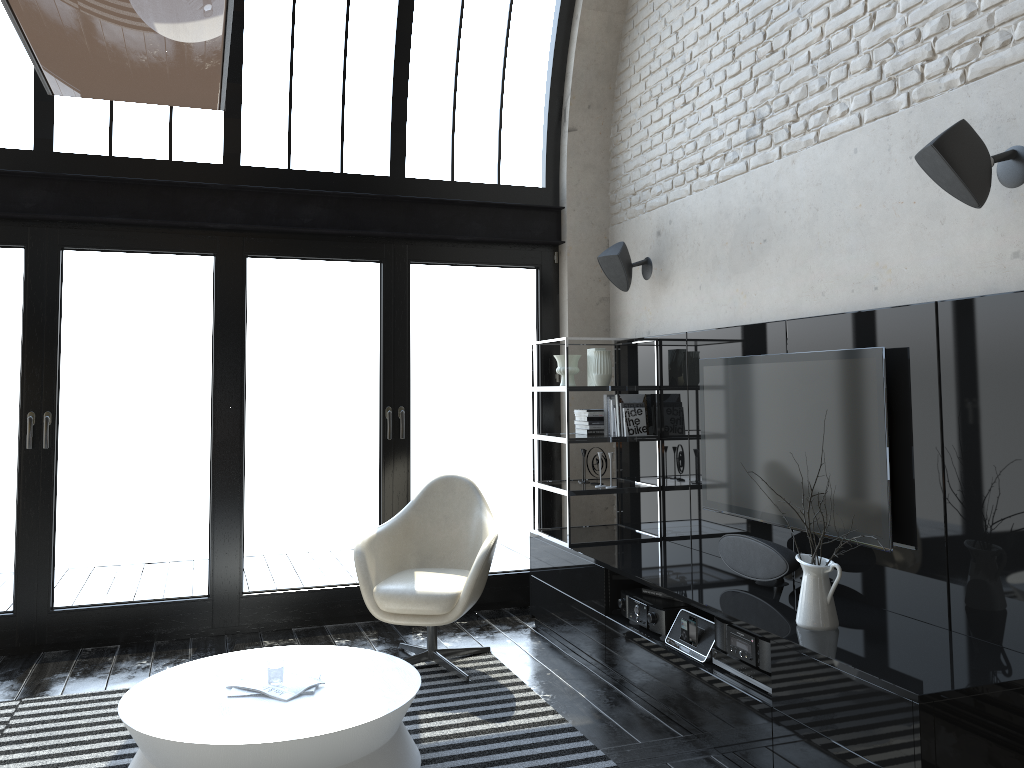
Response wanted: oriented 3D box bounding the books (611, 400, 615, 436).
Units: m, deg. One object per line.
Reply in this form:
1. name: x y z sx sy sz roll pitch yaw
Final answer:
1. books: 0.676 0.200 5.280 0.178 0.210 0.028 0 -4 -19

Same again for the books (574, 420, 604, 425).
1. books: 0.548 0.237 5.456 0.268 0.023 0.219 0 0 -19

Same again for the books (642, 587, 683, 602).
1. books: 0.790 0.997 4.239 0.198 0.024 0.267 0 -1 -42

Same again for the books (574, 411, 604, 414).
1. books: 0.541 0.176 5.452 0.257 0.015 0.193 0 0 -21

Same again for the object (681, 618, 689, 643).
1. object: 0.744 1.058 3.798 0.011 0.097 0.057 1 -3 -19

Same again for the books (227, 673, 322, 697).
1. books: -0.888 1.131 3.331 0.312 0.015 0.204 0 0 -4

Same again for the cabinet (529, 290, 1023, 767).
1. cabinet: 0.965 0.572 4.076 0.733 1.728 3.097 1 -2 -19

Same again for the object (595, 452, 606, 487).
1. object: 0.513 0.496 5.128 0.065 0.199 0.065 -2 -4 21

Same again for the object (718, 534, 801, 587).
1. object: 1.122 0.775 3.905 0.204 0.218 0.527 0 -1 -19

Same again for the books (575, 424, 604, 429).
1. books: 0.543 0.261 5.443 0.251 0.023 0.197 0 0 -21

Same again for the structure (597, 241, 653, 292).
1. structure: 0.704 -0.718 5.409 0.357 0.307 0.177 1 -3 -38

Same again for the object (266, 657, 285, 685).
1. object: -0.890 1.081 3.333 0.067 0.087 0.067 0 -3 -7

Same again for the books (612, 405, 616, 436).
1. books: 0.657 0.215 5.244 0.125 0.181 0.039 1 -4 -19

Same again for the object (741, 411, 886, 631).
1. object: 1.040 0.486 3.160 0.352 0.784 0.696 1 -3 -22

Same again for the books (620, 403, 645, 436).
1. books: 0.706 0.207 5.165 0.152 0.195 0.042 0 -4 -19

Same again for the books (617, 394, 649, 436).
1. books: 0.709 0.182 5.192 0.187 0.245 0.043 0 -4 -19

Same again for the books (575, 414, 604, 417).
1. books: 0.546 0.190 5.452 0.262 0.015 0.193 0 0 -19

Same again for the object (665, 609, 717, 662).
1. object: 0.785 1.066 3.775 0.129 0.141 0.328 0 -1 -19

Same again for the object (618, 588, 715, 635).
1. object: 0.769 1.078 4.225 0.419 0.131 0.445 0 -1 -19

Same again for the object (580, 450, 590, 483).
1. object: 0.440 0.498 5.356 0.065 0.199 0.065 -3 -4 30

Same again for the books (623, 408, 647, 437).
1. books: 0.713 0.221 5.141 0.135 0.166 0.040 0 -4 -19

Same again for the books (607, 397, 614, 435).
1. books: 0.658 0.190 5.313 0.171 0.230 0.041 0 -4 -19

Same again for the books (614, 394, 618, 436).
1. books: 0.693 0.182 5.225 0.177 0.245 0.034 1 -4 -19

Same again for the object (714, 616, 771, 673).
1. object: 1.056 0.999 3.434 0.407 0.131 0.445 0 -1 -19

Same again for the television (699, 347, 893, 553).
1. television: 1.229 0.251 3.973 0.072 0.775 1.315 1 -2 -19

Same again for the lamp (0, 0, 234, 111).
1. lamp: -0.098 -0.655 0.174 0.125 0.893 1.085 1 -2 -19

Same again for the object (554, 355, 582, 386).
1. object: 0.339 -0.078 5.379 0.171 0.194 0.172 0 -3 -19

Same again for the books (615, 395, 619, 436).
1. books: 0.701 0.183 5.211 0.178 0.243 0.048 1 -4 -19

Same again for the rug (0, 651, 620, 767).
1. rug: -1.166 1.438 2.617 3.401 0.004 3.485 0 0 -19

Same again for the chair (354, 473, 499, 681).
1. chair: -0.406 0.979 4.668 0.719 0.945 0.774 -1 -3 10

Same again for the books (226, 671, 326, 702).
1. books: -0.888 1.128 3.331 0.311 0.024 0.205 -1 0 30

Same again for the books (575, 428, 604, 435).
1. books: 0.549 0.290 5.450 0.268 0.034 0.197 0 -1 -17

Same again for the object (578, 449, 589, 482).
1. object: 0.437 0.498 5.430 0.065 0.199 0.065 -3 -4 30

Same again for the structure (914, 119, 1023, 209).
1. structure: 1.559 -0.741 2.993 0.358 0.307 0.177 0 -3 -1

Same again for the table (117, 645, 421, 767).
1. table: -0.887 1.289 3.319 1.088 0.300 1.085 -1 -1 3

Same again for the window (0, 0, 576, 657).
1. window: -1.242 -1.298 4.077 4.281 5.515 2.857 0 -3 -19

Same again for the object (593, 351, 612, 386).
1. object: 0.527 -0.089 5.169 0.112 0.210 0.114 1 -3 -19

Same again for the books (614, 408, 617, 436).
1. books: 0.661 0.222 5.222 0.111 0.166 0.037 1 -4 -19

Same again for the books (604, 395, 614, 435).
1. books: 0.646 0.185 5.355 0.178 0.242 0.044 1 -4 -19

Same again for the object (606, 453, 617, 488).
1. object: 0.569 0.495 5.078 0.065 0.199 0.065 -2 -4 21

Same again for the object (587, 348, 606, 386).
1. object: 0.506 -0.097 5.296 0.073 0.229 0.117 1 -4 -19

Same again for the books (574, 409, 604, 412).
1. books: 0.541 0.162 5.461 0.260 0.012 0.209 0 0 -18

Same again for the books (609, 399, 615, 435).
1. books: 0.670 0.197 5.294 0.182 0.217 0.017 0 -4 -19

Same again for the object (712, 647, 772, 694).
1. object: 1.055 1.094 3.439 0.371 0.059 0.440 0 0 -19

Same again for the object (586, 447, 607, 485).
1. object: 0.506 0.486 5.259 0.045 0.220 0.179 2 -4 -32

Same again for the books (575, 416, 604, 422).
1. books: 0.540 0.211 5.451 0.248 0.029 0.197 0 0 -17

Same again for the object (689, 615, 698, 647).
1. object: 0.765 1.043 3.732 0.008 0.125 0.058 1 -4 -19
